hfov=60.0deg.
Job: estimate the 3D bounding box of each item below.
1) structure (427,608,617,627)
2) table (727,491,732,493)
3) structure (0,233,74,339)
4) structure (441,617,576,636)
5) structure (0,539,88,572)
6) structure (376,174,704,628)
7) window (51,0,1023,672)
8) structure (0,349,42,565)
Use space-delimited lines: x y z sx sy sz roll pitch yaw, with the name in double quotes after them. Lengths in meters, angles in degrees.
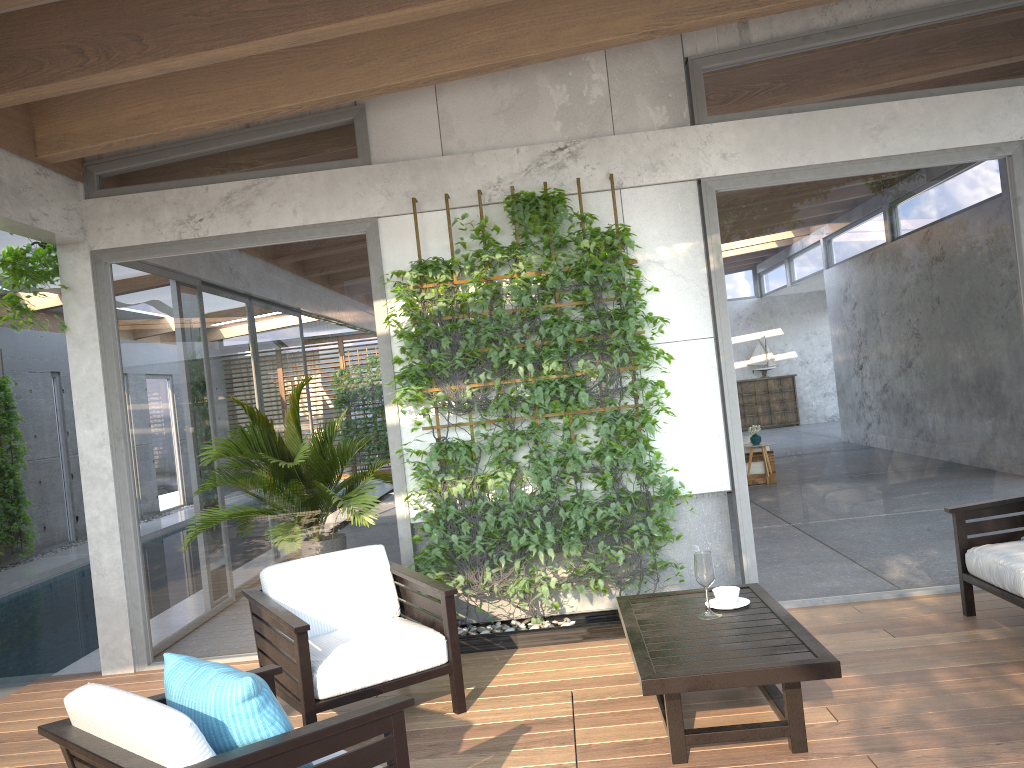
0.448 1.240 6.547 2.012 0.595 2.203 -6 0 3 "structure"
2.493 1.109 10.722 0.725 0.441 0.725 -6 0 -36 "table"
-3.189 -1.140 5.481 0.918 2.054 1.822 -6 0 0 "structure"
-0.081 1.454 5.290 0.928 0.044 0.231 -6 0 3 "structure"
-6.322 2.298 11.462 0.477 0.068 13.673 -6 0 3 "structure"
0.147 0.132 5.334 1.851 2.669 0.500 -6 0 3 "structure"
0.484 -0.315 13.259 14.294 3.764 23.280 -6 0 3 "window"
-4.087 0.658 14.383 2.739 2.687 10.282 -6 0 20 "structure"
